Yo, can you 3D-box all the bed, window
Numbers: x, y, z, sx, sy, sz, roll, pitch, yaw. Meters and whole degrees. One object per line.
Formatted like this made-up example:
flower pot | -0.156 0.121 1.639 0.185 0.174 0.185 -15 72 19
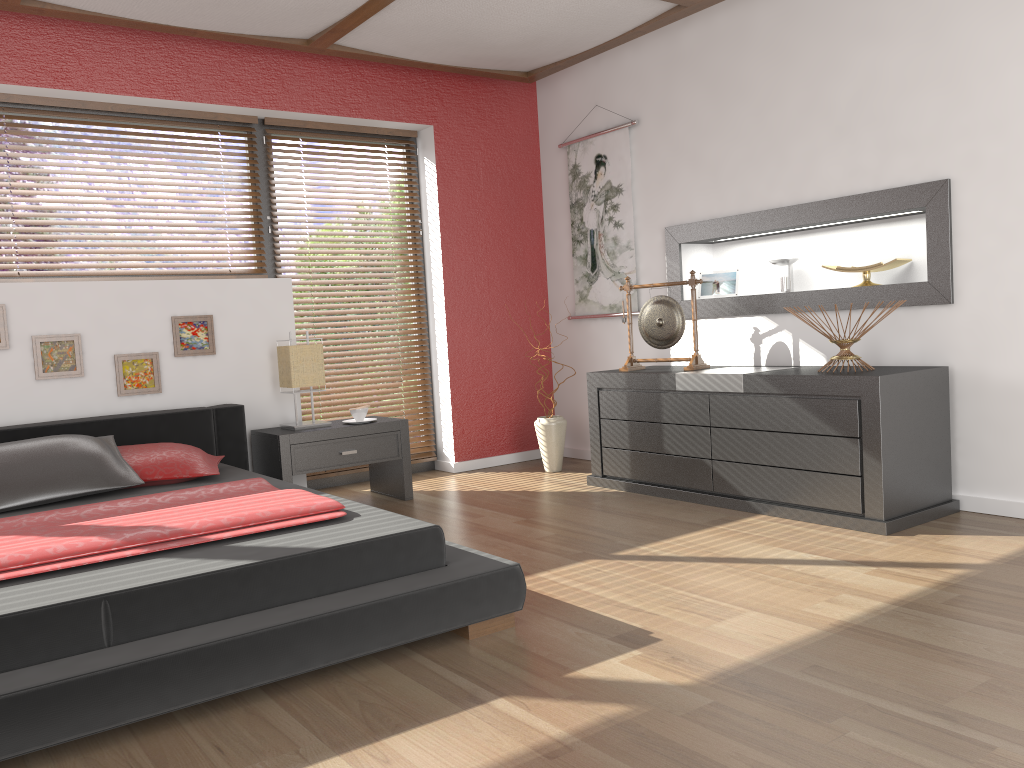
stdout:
bed | -1.669 0.504 2.834 2.469 0.577 2.413 -6 5 -35
window | -0.961 -0.518 5.288 0.889 1.893 0.020 -6 5 -35
window | -2.572 -0.891 4.123 2.817 0.786 0.020 -6 5 -35

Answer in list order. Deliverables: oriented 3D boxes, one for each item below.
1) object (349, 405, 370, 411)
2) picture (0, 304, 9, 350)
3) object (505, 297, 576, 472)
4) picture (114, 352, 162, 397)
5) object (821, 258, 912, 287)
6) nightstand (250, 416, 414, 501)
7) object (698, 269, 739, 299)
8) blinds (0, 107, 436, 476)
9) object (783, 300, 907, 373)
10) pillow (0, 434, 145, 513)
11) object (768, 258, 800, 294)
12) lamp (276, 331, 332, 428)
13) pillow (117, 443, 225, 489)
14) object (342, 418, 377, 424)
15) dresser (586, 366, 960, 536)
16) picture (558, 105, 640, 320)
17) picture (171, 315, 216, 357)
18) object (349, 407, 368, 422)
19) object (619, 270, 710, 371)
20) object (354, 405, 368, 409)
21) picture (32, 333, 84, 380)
object | -0.790 0.124 4.599 0.007 0.007 0.192 -2 4 24
picture | -2.323 -0.246 3.880 0.200 0.200 0.010 -6 5 -35
object | 0.168 0.008 5.225 0.364 1.035 0.422 -1 4 30
picture | -1.796 -0.048 4.263 0.200 0.200 0.010 -6 5 -35
object | 1.642 -0.506 4.106 0.350 0.116 0.181 0 5 44
nightstand | -0.925 0.422 4.597 0.700 0.423 0.413 -6 5 -35
object | 1.118 -0.542 4.803 0.226 0.146 0.041 -1 5 34
blinds | -2.501 -0.313 4.103 4.840 1.952 0.032 -6 5 -35
object | 1.397 -0.197 3.723 0.481 0.282 0.481 -2 4 21
pillow | -1.857 0.336 3.408 0.744 0.241 0.386 -7 5 -40
object | 1.380 -0.544 4.494 0.159 0.171 0.159 -3 4 13
lamp | -1.072 -0.029 4.531 0.200 0.480 0.200 -6 5 -35
pillow | -1.611 0.351 3.756 0.745 0.172 0.418 -4 4 -16
object | -0.793 0.194 4.619 0.179 0.012 0.179 -4 4 -10
dresser | 1.112 0.234 4.204 0.540 0.608 1.740 -6 5 -35
picture | 0.531 -1.033 5.333 0.028 1.270 0.701 -6 5 -35
picture | -1.583 -0.240 4.412 0.200 0.200 0.010 -6 5 -35
object | -0.795 0.162 4.617 0.099 0.069 0.099 -4 4 -10
object | 0.769 -0.321 4.560 0.490 0.498 0.173 0 5 39
object | -0.797 0.123 4.621 0.007 0.007 0.192 -2 4 19
picture | -2.077 -0.126 4.060 0.200 0.200 0.010 -6 5 -35
